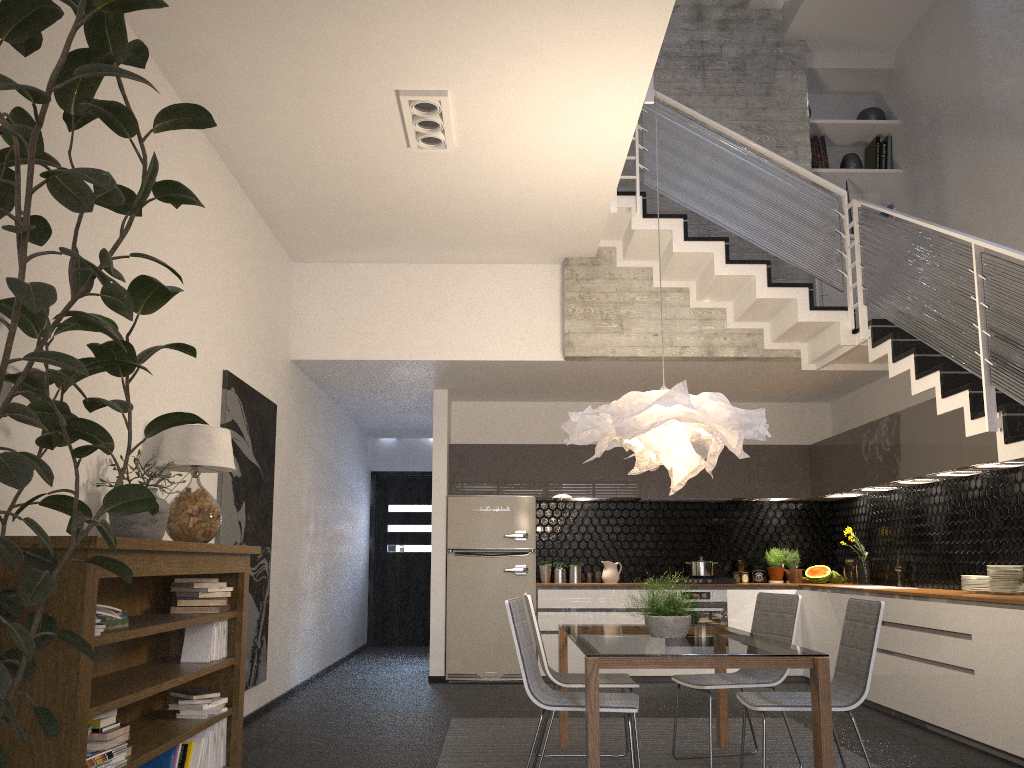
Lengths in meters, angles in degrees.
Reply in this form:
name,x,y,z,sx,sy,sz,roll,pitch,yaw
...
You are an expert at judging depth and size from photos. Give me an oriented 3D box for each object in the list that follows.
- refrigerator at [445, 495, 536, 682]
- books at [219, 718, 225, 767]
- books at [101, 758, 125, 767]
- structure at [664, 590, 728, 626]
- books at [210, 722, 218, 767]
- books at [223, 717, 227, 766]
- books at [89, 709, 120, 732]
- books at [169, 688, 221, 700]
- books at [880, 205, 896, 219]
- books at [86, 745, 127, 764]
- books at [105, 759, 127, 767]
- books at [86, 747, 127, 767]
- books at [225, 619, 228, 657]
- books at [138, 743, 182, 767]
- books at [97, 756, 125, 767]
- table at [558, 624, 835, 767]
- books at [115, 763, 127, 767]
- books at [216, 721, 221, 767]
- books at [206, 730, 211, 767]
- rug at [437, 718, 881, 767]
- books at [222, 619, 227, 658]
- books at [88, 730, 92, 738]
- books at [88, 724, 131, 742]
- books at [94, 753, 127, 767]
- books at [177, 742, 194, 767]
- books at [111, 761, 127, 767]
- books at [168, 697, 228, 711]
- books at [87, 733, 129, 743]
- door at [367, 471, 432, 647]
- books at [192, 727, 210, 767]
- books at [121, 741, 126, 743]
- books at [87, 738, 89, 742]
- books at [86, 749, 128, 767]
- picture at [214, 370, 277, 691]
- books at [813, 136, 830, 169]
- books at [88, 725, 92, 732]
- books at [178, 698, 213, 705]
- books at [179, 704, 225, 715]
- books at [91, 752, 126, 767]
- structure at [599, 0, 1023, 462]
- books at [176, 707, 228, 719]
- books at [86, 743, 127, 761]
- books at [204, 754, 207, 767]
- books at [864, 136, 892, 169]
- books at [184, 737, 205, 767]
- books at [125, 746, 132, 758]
name,x,y,z,sx,sy,sz,roll,pitch,yaw
refrigerator,-0.195,1.940,8.458,0.829,1.697,0.776,0,-9,-1
books,-1.512,1.768,4.377,0.175,0.241,0.024,0,-8,-1
books,-1.487,1.295,2.992,0.218,0.008,0.291,-1,-11,5
structure,1.711,2.262,8.481,0.587,0.583,0.589,0,-10,-1
books,-1.499,1.737,4.223,0.175,0.241,0.024,0,-8,-1
books,-1.510,1.774,4.408,0.174,0.242,0.040,0,-8,-1
books,-1.580,1.239,3.275,0.216,0.068,0.159,-2,-11,9
books,-1.511,1.477,4.222,0.222,0.023,0.148,-9,-15,40
books,3.245,-1.336,7.763,0.146,0.380,0.274,0,-9,-1
books,-1.489,1.259,3.006,0.218,0.007,0.307,-1,-11,4
books,-1.480,1.300,2.990,0.218,0.013,0.307,-1,-11,4
books,-1.484,1.267,3.004,0.218,0.007,0.307,0,-11,3
books,-1.511,1.288,4.492,0.135,0.188,0.031,0,-8,-1
books,-1.585,1.688,3.945,0.171,0.225,0.166,0,-9,-1
books,-1.487,1.289,2.993,0.218,0.008,0.291,-1,-11,5
table,0.793,1.640,4.471,0.997,0.708,1.816,0,-11,-1
books,-1.481,1.315,2.988,0.218,0.007,0.307,-1,-11,4
books,-1.509,1.754,4.307,0.174,0.242,0.019,0,-8,-1
books,-1.509,1.751,4.199,0.155,0.203,0.021,0,-8,-1
rug,0.788,1.984,4.404,2.371,0.006,3.719,0,-11,-1
books,-1.513,1.283,4.468,0.136,0.187,0.018,0,-8,-1
books,-1.554,1.219,3.026,0.175,0.023,0.251,3,-12,-15
books,-1.563,1.288,3.274,0.225,0.029,0.181,0,-11,2
books,-1.487,1.285,3.002,0.218,0.006,0.307,-1,-11,4
books,-1.539,1.726,4.011,0.146,0.182,0.148,0,-10,2
books,-1.482,1.308,2.990,0.218,0.008,0.307,-1,-11,4
books,-1.495,1.524,4.224,0.175,0.023,0.245,-2,-11,9
books,-1.573,1.313,3.266,0.243,0.023,0.176,-1,-11,6
door,-1.333,2.308,11.723,1.108,2.296,0.161,0,-8,-1
books,-1.506,1.716,4.103,0.174,0.233,0.101,0,-9,-1
books,-1.564,1.334,3.252,0.227,0.023,0.168,1,-11,-3
books,-1.554,1.241,3.023,0.175,0.023,0.251,4,-12,-20
books,-1.482,1.274,3.003,0.218,0.007,0.307,0,-11,3
picture,-1.788,1.030,5.958,0.033,2.011,1.243,0,-9,-1
books,2.704,-1.959,7.848,0.134,0.379,0.274,0,-9,-1
books,-1.571,1.201,3.034,0.193,0.014,0.257,3,-12,-12
books,-1.508,1.498,4.213,0.155,0.022,0.207,4,-12,-20
books,-1.473,1.546,4.222,0.174,0.019,0.246,2,-12,-11
books,-1.484,1.280,2.999,0.218,0.008,0.291,-1,-11,3
structure,1.254,-1.889,5.999,4.234,8.240,8.535,0,-10,-1
books,-1.474,1.564,4.214,0.155,0.020,0.207,-2,-12,9
books,-1.488,1.251,3.008,0.218,0.013,0.307,-1,-11,4
books,-1.529,1.727,4.175,0.175,0.241,0.024,0,-8,-1
books,3.237,-1.960,7.836,0.160,0.379,0.268,0,-9,-1
books,-1.507,1.727,4.062,0.155,0.192,0.105,0,-9,-1
books,-1.556,1.364,3.254,0.243,0.033,0.181,0,-11,1
